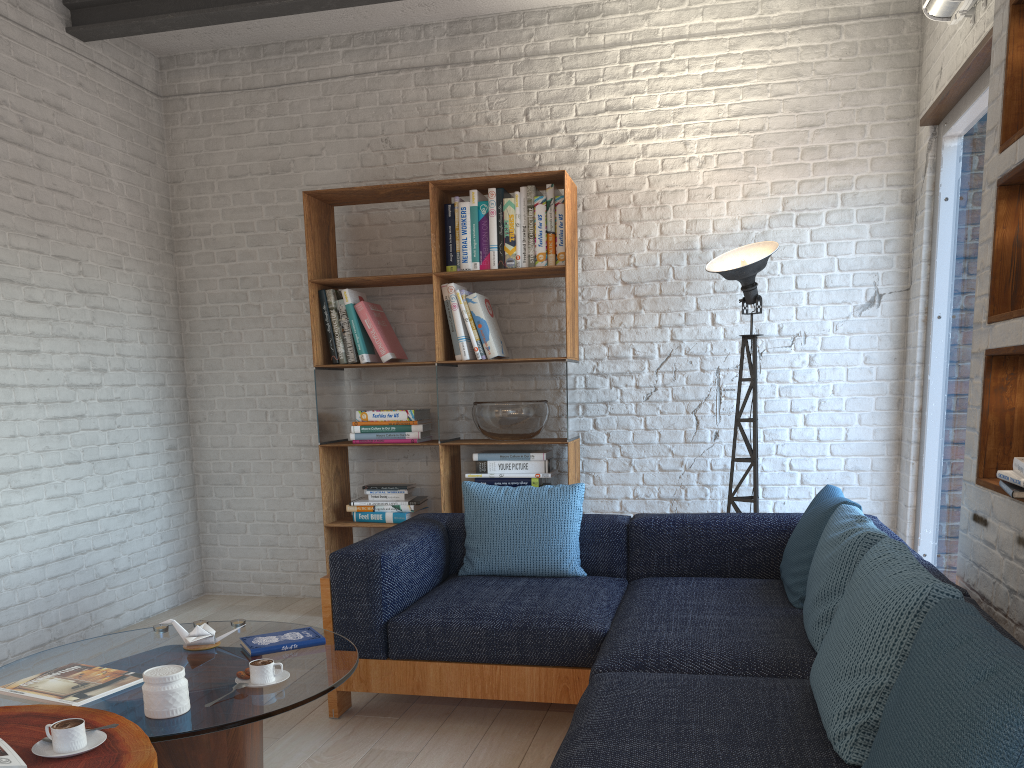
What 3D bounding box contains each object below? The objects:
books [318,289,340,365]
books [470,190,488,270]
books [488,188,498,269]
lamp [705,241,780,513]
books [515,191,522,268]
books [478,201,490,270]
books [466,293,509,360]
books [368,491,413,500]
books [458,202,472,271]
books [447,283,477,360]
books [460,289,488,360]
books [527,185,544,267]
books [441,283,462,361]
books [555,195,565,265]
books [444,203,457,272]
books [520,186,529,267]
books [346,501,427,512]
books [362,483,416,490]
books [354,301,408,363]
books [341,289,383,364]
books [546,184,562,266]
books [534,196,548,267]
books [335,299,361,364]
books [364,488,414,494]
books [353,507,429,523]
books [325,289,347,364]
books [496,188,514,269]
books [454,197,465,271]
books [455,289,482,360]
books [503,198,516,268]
[{"bbox_3d":[-0.922,-0.293,4.616,0.091,0.392,0.238,1,7,13],"label":"books"},{"bbox_3d":[-0.157,-0.745,4.358,0.036,0.391,0.238,1,7,13],"label":"books"},{"bbox_3d":[-0.066,-0.747,4.331,0.036,0.391,0.238,1,7,13],"label":"books"},{"bbox_3d":[1.189,0.274,3.874,0.505,1.885,0.849,-4,9,-15],"label":"lamp"},{"bbox_3d":[0.056,-0.737,4.316,0.021,0.366,0.266,1,7,13],"label":"books"},{"bbox_3d":[-0.107,-0.719,4.366,0.055,0.336,0.249,1,7,13],"label":"books"},{"bbox_3d":[-0.121,-0.286,4.432,0.158,0.336,0.249,0,7,13],"label":"books"},{"bbox_3d":[-0.659,0.606,4.733,0.206,0.034,0.130,-1,0,13],"label":"books"},{"bbox_3d":[-0.202,-0.716,4.369,0.055,0.336,0.249,1,7,13],"label":"books"},{"bbox_3d":[-0.243,-0.308,4.451,0.103,0.391,0.238,1,7,13],"label":"books"},{"bbox_3d":[-0.165,-0.293,4.455,0.124,0.356,0.266,1,7,13],"label":"books"},{"bbox_3d":[0.120,-0.752,4.299,0.036,0.391,0.238,1,7,13],"label":"books"},{"bbox_3d":[-0.274,-0.308,4.481,0.101,0.392,0.238,1,7,13],"label":"books"},{"bbox_3d":[0.264,-0.728,4.287,0.055,0.336,0.249,1,7,13],"label":"books"},{"bbox_3d":[-0.274,-0.714,4.405,0.055,0.336,0.249,1,7,13],"label":"books"},{"bbox_3d":[0.087,-0.751,4.320,0.036,0.391,0.238,1,7,13],"label":"books"},{"bbox_3d":[-0.674,0.660,4.733,0.380,0.037,0.240,-1,0,13],"label":"books"},{"bbox_3d":[-0.660,0.553,4.710,0.252,0.017,0.159,-2,0,13],"label":"books"},{"bbox_3d":[-0.686,-0.266,4.587,0.195,0.325,0.249,0,6,13],"label":"books"},{"bbox_3d":[-0.782,-0.295,4.580,0.121,0.389,0.238,1,7,13],"label":"books"},{"bbox_3d":[0.211,-0.755,4.278,0.036,0.391,0.238,1,7,13],"label":"books"},{"bbox_3d":[0.164,-0.726,4.288,0.055,0.336,0.249,1,7,13],"label":"books"},{"bbox_3d":[-0.829,-0.270,4.627,0.102,0.341,0.249,1,7,13],"label":"books"},{"bbox_3d":[-0.663,0.579,4.736,0.236,0.019,0.168,-1,0,6],"label":"books"},{"bbox_3d":[-0.655,0.706,4.728,0.326,0.056,0.251,-1,0,23],"label":"books"},{"bbox_3d":[-0.884,-0.295,4.616,0.091,0.392,0.238,1,7,13],"label":"books"},{"bbox_3d":[-0.028,-0.748,4.333,0.036,0.391,0.238,1,7,13],"label":"books"},{"bbox_3d":[-0.237,-0.729,4.392,0.021,0.366,0.266,1,7,13],"label":"books"},{"bbox_3d":[-0.188,-0.293,4.451,0.124,0.356,0.266,1,7,13],"label":"books"},{"bbox_3d":[0.015,-0.722,4.313,0.055,0.336,0.249,1,7,13],"label":"books"}]
